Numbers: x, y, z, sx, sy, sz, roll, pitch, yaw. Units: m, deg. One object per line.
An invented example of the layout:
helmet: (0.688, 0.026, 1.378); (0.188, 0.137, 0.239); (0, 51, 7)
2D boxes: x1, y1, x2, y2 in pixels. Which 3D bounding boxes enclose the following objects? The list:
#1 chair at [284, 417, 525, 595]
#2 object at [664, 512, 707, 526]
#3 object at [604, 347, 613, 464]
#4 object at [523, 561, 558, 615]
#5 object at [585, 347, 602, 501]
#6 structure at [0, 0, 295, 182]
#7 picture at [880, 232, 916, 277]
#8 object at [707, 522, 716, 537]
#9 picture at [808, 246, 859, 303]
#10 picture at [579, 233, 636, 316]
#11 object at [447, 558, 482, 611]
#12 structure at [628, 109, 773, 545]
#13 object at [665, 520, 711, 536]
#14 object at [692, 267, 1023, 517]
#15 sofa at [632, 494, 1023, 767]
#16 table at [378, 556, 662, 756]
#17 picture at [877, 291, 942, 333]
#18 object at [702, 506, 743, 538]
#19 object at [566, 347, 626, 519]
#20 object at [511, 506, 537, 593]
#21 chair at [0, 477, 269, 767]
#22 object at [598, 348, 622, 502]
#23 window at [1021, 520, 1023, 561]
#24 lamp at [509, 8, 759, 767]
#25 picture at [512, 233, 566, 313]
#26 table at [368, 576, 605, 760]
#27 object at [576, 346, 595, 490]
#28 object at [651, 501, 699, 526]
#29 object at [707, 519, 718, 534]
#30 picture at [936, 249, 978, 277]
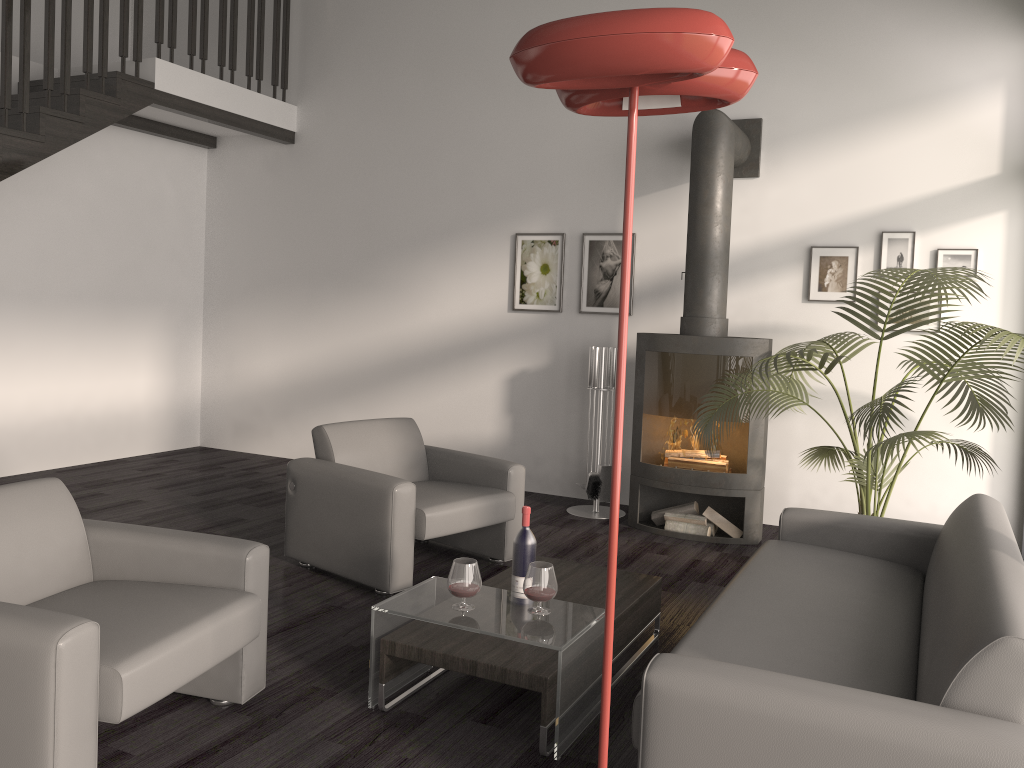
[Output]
chair: (-0.522, 0.582, 4.614); (0.911, 0.716, 0.963); (6, 5, 41)
object: (1.076, 0.841, 5.493); (0.258, 0.068, 0.073); (4, 4, 25)
object: (0.680, 0.272, 6.070); (0.113, 1.047, 0.041); (2, 3, -19)
object: (0.094, 0.675, 2.931); (0.116, 0.155, 0.116); (3, 3, 16)
object: (0.558, 0.268, 5.877); (0.078, 1.018, 0.167); (2, 3, -13)
structure: (-3.520, -1.287, 5.271); (1.001, 4.086, 6.350); (4, 4, 26)
picture: (2.385, -0.802, 5.484); (0.191, 0.280, 0.015); (4, 3, 26)
object: (1.130, 0.888, 5.521); (0.266, 0.086, 0.085); (5, 4, 27)
picture: (2.047, -0.700, 5.650); (0.288, 0.352, 0.015); (4, 3, 26)
picture: (0.678, -0.784, 6.311); (0.394, 0.576, 0.026); (4, 3, 26)
object: (-0.158, 0.663, 2.939); (0.116, 0.155, 0.116); (5, 4, 34)
structure: (1.347, -0.418, 5.819); (0.819, 2.670, 1.117); (4, 3, 26)
object: (1.080, 0.892, 5.446); (0.267, 0.082, 0.092); (5, 4, 27)
object: (1.755, 0.206, 4.567); (1.719, 1.663, 2.122); (4, 4, 20)
sofa: (1.091, 0.794, 2.815); (0.903, 0.716, 2.117); (4, 5, 26)
table: (0.095, 0.947, 3.317); (0.601, 0.249, 1.202); (4, 5, 26)
picture: (2.446, -0.445, 5.462); (0.360, 0.244, 0.015); (4, 3, 26)
object: (1.294, 0.851, 5.423); (0.254, 0.186, 0.072); (4, 3, 27)
object: (0.594, 0.311, 6.001); (0.400, 1.124, 0.401); (2, 3, -15)
object: (0.046, 0.637, 3.278); (0.093, 0.370, 0.093); (4, 3, 25)
chair: (-1.309, 0.709, 2.639); (0.910, 0.716, 0.965); (3, 4, 16)
object: (0.671, 0.281, 5.969); (0.145, 1.050, 0.075); (2, 2, -13)
window: (1.134, -0.414, 0.721); (0.385, 3.464, 9.757); (4, 4, 26)
lamp: (0.168, 0.322, 1.496); (0.365, 1.785, 0.353); (4, 3, 26)
picture: (0.197, -0.823, 6.544); (0.394, 0.576, 0.026); (4, 3, 26)
table: (-0.077, 0.915, 2.955); (0.681, 0.341, 0.400); (4, 4, 26)
object: (0.509, 0.234, 6.030); (0.116, 0.982, 0.042); (2, 2, 1)
object: (1.036, 0.822, 5.612); (0.306, 0.191, 0.104); (4, 4, 27)
object: (1.153, 0.882, 5.602); (0.277, 0.083, 0.085); (5, 4, 27)
picture: (2.681, -0.731, 5.342); (0.221, 0.166, 0.015); (4, 3, 26)
